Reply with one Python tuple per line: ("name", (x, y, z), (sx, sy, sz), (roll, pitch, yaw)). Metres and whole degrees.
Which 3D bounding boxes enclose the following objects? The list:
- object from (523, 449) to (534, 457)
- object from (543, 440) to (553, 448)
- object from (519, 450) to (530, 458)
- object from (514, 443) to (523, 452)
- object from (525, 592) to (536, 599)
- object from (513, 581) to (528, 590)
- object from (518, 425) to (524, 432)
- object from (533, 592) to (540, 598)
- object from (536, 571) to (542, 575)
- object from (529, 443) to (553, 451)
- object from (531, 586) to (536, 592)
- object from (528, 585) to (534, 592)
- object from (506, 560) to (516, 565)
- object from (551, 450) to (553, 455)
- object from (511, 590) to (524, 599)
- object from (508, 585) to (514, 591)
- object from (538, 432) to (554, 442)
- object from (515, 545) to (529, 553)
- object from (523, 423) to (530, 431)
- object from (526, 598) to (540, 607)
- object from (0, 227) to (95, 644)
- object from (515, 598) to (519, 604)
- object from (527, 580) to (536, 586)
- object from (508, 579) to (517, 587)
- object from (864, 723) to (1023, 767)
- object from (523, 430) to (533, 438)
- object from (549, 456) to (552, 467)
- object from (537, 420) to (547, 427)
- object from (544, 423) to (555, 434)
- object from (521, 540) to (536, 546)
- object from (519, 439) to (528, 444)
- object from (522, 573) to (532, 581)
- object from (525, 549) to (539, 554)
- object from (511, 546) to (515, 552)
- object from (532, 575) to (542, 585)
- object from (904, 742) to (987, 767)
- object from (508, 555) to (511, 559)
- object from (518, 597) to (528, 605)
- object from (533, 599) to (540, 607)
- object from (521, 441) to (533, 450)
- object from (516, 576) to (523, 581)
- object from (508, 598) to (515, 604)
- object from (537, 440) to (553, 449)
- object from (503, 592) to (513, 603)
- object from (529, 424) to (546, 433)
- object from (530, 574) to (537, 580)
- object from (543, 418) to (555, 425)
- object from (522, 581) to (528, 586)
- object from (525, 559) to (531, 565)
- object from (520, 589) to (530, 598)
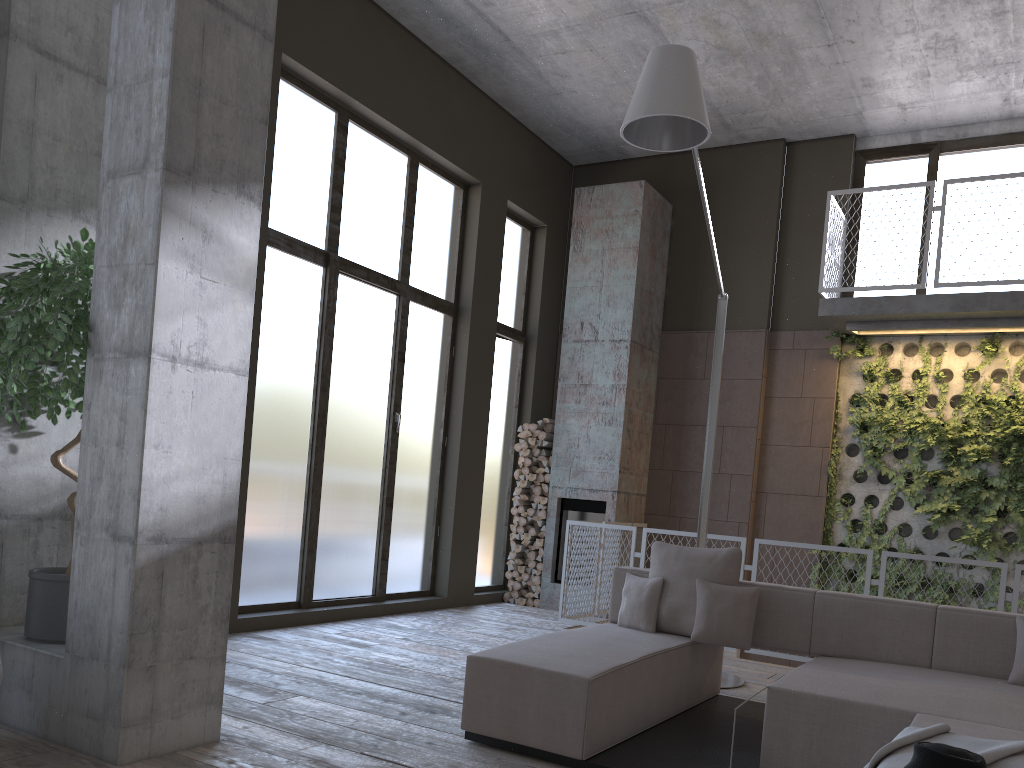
("object", (0.271, 0.785, 9.782), (0.093, 0.083, 0.485), (3, -7, 30))
("object", (0.467, 0.675, 9.682), (0.066, 0.067, 0.427), (3, -7, 30))
("object", (0.206, 0.794, 9.822), (0.067, 0.067, 0.427), (3, -7, 30))
("object", (0.171, 0.730, 9.840), (0.091, 0.092, 0.442), (3, -7, 30))
("object", (0.301, 2.356, 9.798), (0.114, 0.079, 0.440), (2, -7, 30))
("object", (0.130, 2.246, 9.797), (0.098, 0.106, 0.297), (3, -6, 32))
("object", (0.194, 0.522, 9.834), (0.067, 0.068, 0.427), (3, -7, 30))
("object", (0.360, 2.330, 9.742), (0.071, 0.072, 0.427), (3, -7, 30))
("object", (0.345, 2.071, 9.628), (0.062, 0.048, 0.253), (3, -7, 30))
("object", (0.347, 0.716, 9.767), (0.114, 0.079, 0.440), (2, -7, 30))
("object", (0.335, 2.274, 9.750), (0.066, 0.084, 0.429), (4, -7, 29))
("object", (0.293, 2.293, 9.857), (0.103, 0.102, 0.295), (3, -6, 30))
("object", (0.080, 2.011, 9.894), (0.121, 0.067, 0.367), (2, -8, 30))
("object", (0.546, 0.776, 9.757), (0.099, 0.102, 0.296), (3, -6, 32))
("object", (0.139, 2.356, 9.876), (0.092, 0.093, 0.442), (3, -7, 30))
("object", (0.041, 2.278, 9.803), (0.045, 0.072, 0.254), (4, -6, 30))
("object", (0.436, 0.595, 9.695), (0.093, 0.092, 0.442), (3, -7, 30))
("object", (0.183, 1.841, 9.805), (0.093, 0.083, 0.485), (3, -7, 30))
("object", (0.264, 0.512, 9.827), (0.090, 0.090, 0.460), (3, -7, 29))
("object", (0.308, 2.428, 9.786), (0.090, 0.089, 0.460), (3, -7, 30))
("object", (-2.020, 0.233, 3.963), (1.001, 1.861, 0.968), (5, -1, -3))
("object", (0.161, 2.435, 9.853), (0.067, 0.067, 0.427), (3, -7, 30))
("object", (0.304, 2.206, 9.756), (0.121, 0.067, 0.367), (2, -8, 32))
("object", (0.072, 2.242, 9.884), (0.100, 0.102, 0.296), (3, -6, 32))
("object", (1.222, 1.337, 2.482), (1.611, 0.501, 1.042), (10, -8, -40))
("object", (0.275, 0.579, 9.772), (0.112, 0.079, 0.440), (2, -7, 30))
("object", (0.516, 0.869, 9.690), (0.063, 0.125, 0.368), (5, -6, 30))
("object", (0.387, 0.459, 9.749), (0.065, 0.073, 0.363), (4, -7, 29))
("object", (0.467, 0.508, 9.766), (0.099, 0.107, 0.297), (3, -6, 32))
("object", (0.258, 1.772, 9.790), (0.114, 0.079, 0.440), (2, -7, 30))
("object", (0.208, 0.666, 9.840), (0.066, 0.086, 0.430), (4, -7, 29))
("object", (0.252, 2.149, 9.786), (0.090, 0.089, 0.460), (3, -7, 29))
("object", (0.256, 1.866, 9.799), (0.064, 0.074, 0.363), (3, -7, 33))
("object", (0.118, 1.851, 9.845), (0.067, 0.067, 0.427), (3, -7, 30))
("object", (0.333, 2.146, 9.635), (0.100, 0.102, 0.296), (3, -6, 30))
("object", (1.146, 1.045, 2.337), (0.301, 0.168, 0.301), (3, -5, 18))
("object", (0.091, 1.947, 9.921), (0.067, 0.071, 0.427), (3, -7, 32))
("object", (0.226, 2.425, 9.813), (0.093, 0.083, 0.485), (3, -7, 30))
("object", (0.381, 2.420, 9.739), (0.091, 0.092, 0.442), (3, -7, 30))
("object", (0.246, 0.706, 9.792), (0.090, 0.089, 0.460), (3, -7, 30))
("object", (0.156, 2.175, 9.819), (0.088, 0.056, 0.336), (2, -7, 30))
("object", (0.092, 2.432, 9.894), (0.067, 0.067, 0.427), (3, -7, 30))
("object", (0.398, 0.675, 9.722), (0.067, 0.066, 0.427), (3, -7, 30))
("object", (0.020, 2.398, 9.895), (0.063, 0.125, 0.368), (5, -6, 30))
("object", (0.299, 0.506, 9.708), (0.103, 0.102, 0.295), (3, -6, 30))
("object", (0.327, 2.144, 9.776), (0.067, 0.071, 0.427), (3, -7, 30))
("object", (0.456, 0.426, 9.739), (0.087, 0.055, 0.336), (2, -7, 30))
("object", (0.218, 2.219, 9.812), (0.064, 0.074, 0.363), (4, -7, 29))
("object", (0.278, 1.993, 9.834), (0.101, 0.086, 0.366), (3, -7, 32))
("object", (0.221, 2.345, 9.858), (0.101, 0.086, 0.366), (3, -7, 30))
